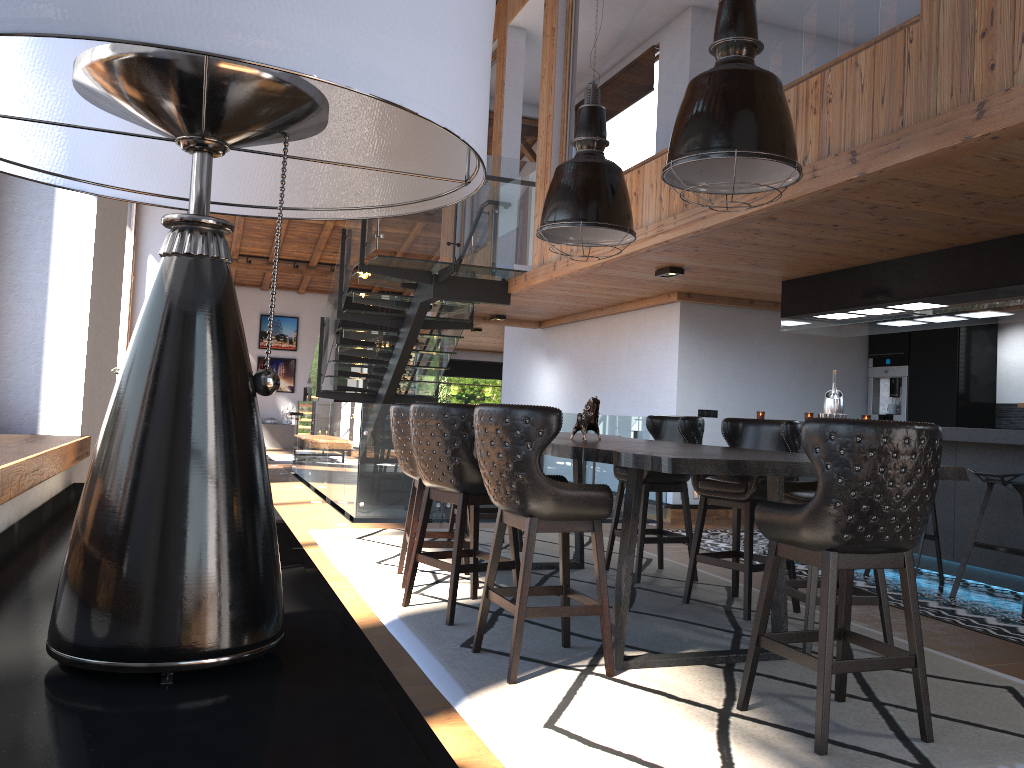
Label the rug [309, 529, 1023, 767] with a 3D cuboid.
[{"bbox_3d":[0.394,1.250,5.267,2.571,0.047,5.586,3,-2,-20],"label":"rug"}]

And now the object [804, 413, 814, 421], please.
[{"bbox_3d":[2.636,0.296,7.868,0.078,0.081,0.080,1,-3,35],"label":"object"}]

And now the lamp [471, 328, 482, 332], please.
[{"bbox_3d":[-0.705,-1.071,17.602,0.156,0.068,0.259,3,-2,-20],"label":"lamp"}]

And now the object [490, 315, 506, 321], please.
[{"bbox_3d":[-0.194,-0.916,12.201,0.156,0.068,0.259,3,-2,-20],"label":"object"}]

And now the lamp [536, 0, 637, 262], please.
[{"bbox_3d":[0.565,-3.110,5.587,0.616,4.688,0.626,2,-3,25],"label":"lamp"}]

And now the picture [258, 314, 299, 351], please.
[{"bbox_3d":[-5.526,-1.209,20.991,0.886,0.816,0.035,4,-3,-20],"label":"picture"}]

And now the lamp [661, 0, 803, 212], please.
[{"bbox_3d":[1.094,-3.133,4.099,0.616,4.688,0.626,2,-3,25],"label":"lamp"}]

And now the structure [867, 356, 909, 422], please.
[{"bbox_3d":[4.175,0.182,9.771,0.257,0.946,0.592,4,-3,-20],"label":"structure"}]

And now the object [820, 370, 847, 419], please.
[{"bbox_3d":[2.779,0.110,7.654,0.228,0.453,0.223,4,-3,-20],"label":"object"}]

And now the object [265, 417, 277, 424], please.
[{"bbox_3d":[-5.619,0.852,20.631,0.283,0.161,0.257,3,-2,-18],"label":"object"}]

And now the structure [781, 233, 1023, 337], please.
[{"bbox_3d":[3.342,-0.721,6.741,0.716,0.476,3.224,4,-2,-20],"label":"structure"}]

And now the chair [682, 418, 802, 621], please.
[{"bbox_3d":[1.353,0.742,5.073,0.574,1.093,0.498,5,-3,-36],"label":"chair"}]

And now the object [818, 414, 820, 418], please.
[{"bbox_3d":[2.854,0.316,8.154,0.078,0.081,0.080,1,-3,35],"label":"object"}]

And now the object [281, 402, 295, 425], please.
[{"bbox_3d":[-5.238,0.692,20.685,0.422,0.532,0.262,1,-3,39],"label":"object"}]

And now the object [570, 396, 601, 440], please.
[{"bbox_3d":[0.409,0.188,4.910,0.115,0.254,0.223,1,-3,33],"label":"object"}]

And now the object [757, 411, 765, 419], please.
[{"bbox_3d":[2.380,0.303,8.483,0.079,0.081,0.079,2,-2,15],"label":"object"}]

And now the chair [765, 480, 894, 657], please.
[{"bbox_3d":[1.563,0.736,4.284,0.571,1.093,0.501,3,-3,-11],"label":"chair"}]

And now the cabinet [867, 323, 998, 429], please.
[{"bbox_3d":[5.306,0.354,7.115,0.547,2.382,6.378,4,-2,-19],"label":"cabinet"}]

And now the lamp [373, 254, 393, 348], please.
[{"bbox_3d":[-2.765,-1.683,18.999,0.264,2.203,0.794,4,-3,-29],"label":"lamp"}]

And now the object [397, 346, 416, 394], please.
[{"bbox_3d":[-2.679,0.338,21.756,0.497,2.614,0.462,4,-3,-20],"label":"object"}]

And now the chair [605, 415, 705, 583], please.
[{"bbox_3d":[0.986,0.753,5.956,0.573,1.093,0.500,4,-3,-21],"label":"chair"}]

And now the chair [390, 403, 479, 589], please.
[{"bbox_3d":[-0.477,0.673,5.353,0.571,1.093,0.501,3,-3,-11],"label":"chair"}]

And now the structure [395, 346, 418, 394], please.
[{"bbox_3d":[-2.669,0.331,21.750,0.505,2.619,0.507,4,-3,-20],"label":"structure"}]

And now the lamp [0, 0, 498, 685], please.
[{"bbox_3d":[-0.254,-0.148,0.716,0.472,0.726,0.468,3,-2,-11],"label":"lamp"}]

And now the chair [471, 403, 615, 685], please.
[{"bbox_3d":[0.101,0.637,3.682,0.573,1.093,0.500,4,-3,-21],"label":"chair"}]

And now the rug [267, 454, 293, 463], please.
[{"bbox_3d":[-3.989,1.388,16.707,3.836,0.053,2.412,3,-2,-19],"label":"rug"}]

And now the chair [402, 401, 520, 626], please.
[{"bbox_3d":[-0.265,0.648,4.565,0.574,1.093,0.498,5,-3,-36],"label":"chair"}]

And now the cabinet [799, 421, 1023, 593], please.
[{"bbox_3d":[3.317,0.878,6.488,0.895,1.104,4.762,4,-2,-20],"label":"cabinet"}]

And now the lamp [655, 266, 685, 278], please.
[{"bbox_3d":[1.381,-0.984,7.768,0.156,0.068,0.259,3,-2,-20],"label":"lamp"}]

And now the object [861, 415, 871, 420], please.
[{"bbox_3d":[3.044,0.307,7.618,0.078,0.081,0.080,1,-3,35],"label":"object"}]

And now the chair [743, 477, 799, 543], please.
[{"bbox_3d":[2.363,1.002,7.695,0.473,0.840,0.534,4,-3,-20],"label":"chair"}]

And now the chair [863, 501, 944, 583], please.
[{"bbox_3d":[2.847,0.978,6.245,0.472,0.840,0.535,3,-3,-14],"label":"chair"}]

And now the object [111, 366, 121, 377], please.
[{"bbox_3d":[-0.649,0.098,1.704,0.494,0.263,0.182,1,-3,38],"label":"object"}]

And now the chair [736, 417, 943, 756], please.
[{"bbox_3d":[1.172,0.669,3.079,0.508,1.093,0.563,4,-3,-21],"label":"chair"}]

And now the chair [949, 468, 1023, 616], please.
[{"bbox_3d":[3.161,0.972,5.608,0.473,0.840,0.534,4,-3,-23],"label":"chair"}]

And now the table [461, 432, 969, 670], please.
[{"bbox_3d":[0.466,0.787,4.966,1.440,0.950,3.766,4,-2,-20],"label":"table"}]

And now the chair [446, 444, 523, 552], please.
[{"bbox_3d":[-0.217,0.723,6.825,0.508,1.093,0.563,4,-3,-21],"label":"chair"}]

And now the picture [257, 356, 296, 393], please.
[{"bbox_3d":[-5.575,-0.216,20.944,0.886,0.816,0.035,4,-3,-20],"label":"picture"}]

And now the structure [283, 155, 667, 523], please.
[{"bbox_3d":[-3.062,0.831,9.292,9.280,6.402,10.936,4,-2,-20],"label":"structure"}]

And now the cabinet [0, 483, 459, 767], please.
[{"bbox_3d":[-0.499,0.546,1.171,0.405,0.655,1.851,4,-2,-20],"label":"cabinet"}]
